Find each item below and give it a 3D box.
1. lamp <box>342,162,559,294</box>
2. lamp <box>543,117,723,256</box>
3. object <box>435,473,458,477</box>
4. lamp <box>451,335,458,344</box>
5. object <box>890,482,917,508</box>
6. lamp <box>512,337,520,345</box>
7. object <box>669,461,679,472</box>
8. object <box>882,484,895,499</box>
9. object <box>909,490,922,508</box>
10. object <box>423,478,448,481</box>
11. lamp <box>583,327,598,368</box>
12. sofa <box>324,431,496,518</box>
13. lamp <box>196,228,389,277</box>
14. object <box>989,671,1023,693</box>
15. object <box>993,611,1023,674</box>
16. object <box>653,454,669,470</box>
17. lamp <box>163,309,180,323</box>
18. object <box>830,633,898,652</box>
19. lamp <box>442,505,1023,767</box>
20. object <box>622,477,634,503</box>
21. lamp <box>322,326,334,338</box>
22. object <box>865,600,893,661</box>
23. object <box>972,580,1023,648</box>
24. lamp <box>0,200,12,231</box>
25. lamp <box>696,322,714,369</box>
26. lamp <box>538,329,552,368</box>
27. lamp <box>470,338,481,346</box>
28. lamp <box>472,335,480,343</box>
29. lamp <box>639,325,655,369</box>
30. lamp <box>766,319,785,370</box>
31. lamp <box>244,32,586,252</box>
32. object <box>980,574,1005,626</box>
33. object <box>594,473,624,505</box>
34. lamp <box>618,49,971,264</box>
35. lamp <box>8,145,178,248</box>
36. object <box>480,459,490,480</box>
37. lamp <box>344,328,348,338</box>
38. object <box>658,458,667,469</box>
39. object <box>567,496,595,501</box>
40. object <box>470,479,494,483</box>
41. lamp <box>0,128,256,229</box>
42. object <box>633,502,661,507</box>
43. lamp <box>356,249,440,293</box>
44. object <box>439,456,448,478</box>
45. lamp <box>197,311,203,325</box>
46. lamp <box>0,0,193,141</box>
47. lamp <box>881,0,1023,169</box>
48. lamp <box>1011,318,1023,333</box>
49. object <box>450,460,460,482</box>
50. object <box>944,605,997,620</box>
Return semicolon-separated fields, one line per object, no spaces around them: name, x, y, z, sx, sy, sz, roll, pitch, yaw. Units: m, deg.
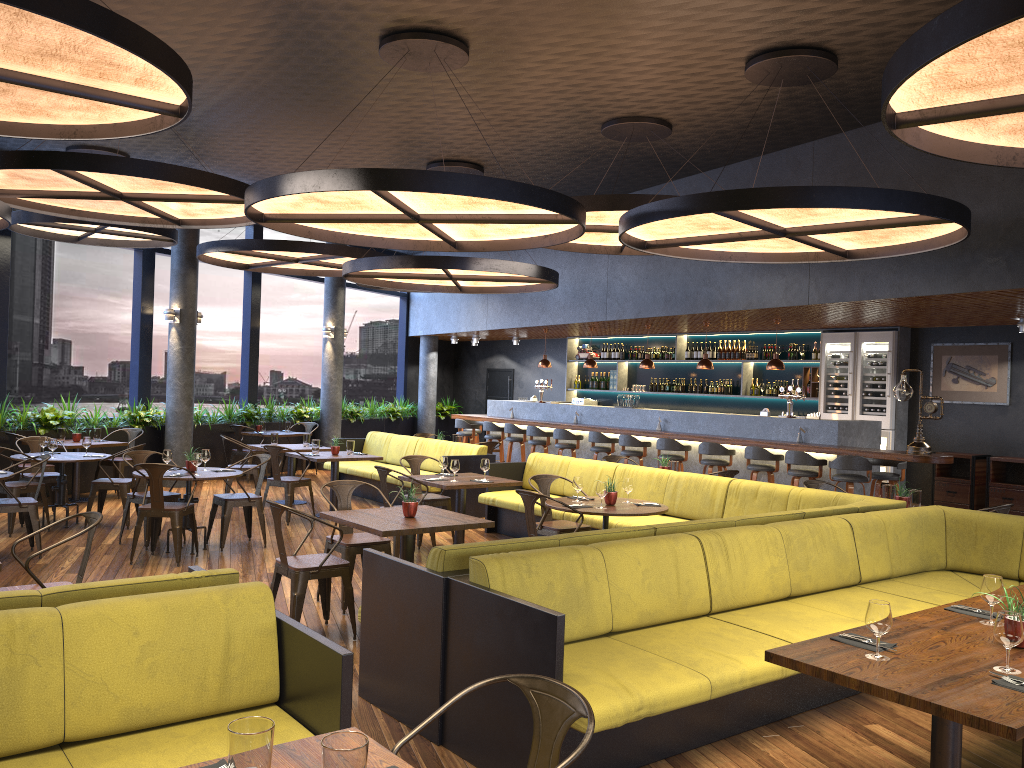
lamp;-0.762;-2.049;11.495;2.778;1.475;2.778;2;0;17
lamp;1.309;-2.154;9.452;2.778;1.159;2.778;2;0;13
object;-0.657;0.929;9.080;0.157;0.019;0.255;2;0;-37
lamp;-1.240;-0.957;19.092;0.228;0.172;0.228;2;0;-38
object;3.339;0.937;7.612;0.260;0.271;0.238;2;0;-36
lamp;0.082;-0.912;18.673;0.228;0.172;0.228;2;0;-38
object;1.753;0.928;9.619;0.102;0.178;0.102;2;0;38
object;3.330;0.983;7.849;0.102;0.178;0.102;2;0;38
object;3.400;0.986;7.479;0.102;0.178;0.102;2;0;38
object;-0.728;0.927;8.630;0.255;0.019;0.157;2;0;-37
lamp;1.317;-0.606;14.804;0.250;0.673;0.250;2;0;-5
sofa;-1.535;1.210;12.368;0.966;0.914;3.061;2;0;-38
lamp;-3.097;-2.307;12.900;2.778;1.159;2.778;2;0;-2
object;1.737;1.015;3.003;0.157;0.019;0.255;2;0;-37
object;1.776;0.923;3.173;0.097;0.206;0.097;2;0;8
object;1.687;0.879;9.777;0.238;0.271;0.260;2;0;-16
lamp;-5.085;-1.019;13.175;0.215;0.215;0.189;2;0;20
object;1.386;1.003;3.446;0.157;0.019;0.255;2;0;-37
lamp;4.218;0.511;5.771;9.057;2.714;3.017;2;0;-38
object;0.973;0.892;7.447;0.097;0.206;0.097;2;0;4
lamp;-3.413;-0.964;16.339;0.215;0.215;0.189;2;0;13
object;1.354;0.908;3.276;0.097;0.206;0.097;2;0;8
object;1.999;0.895;3.500;0.238;0.271;0.260;2;0;-16
lamp;-6.178;-2.308;8.155;2.778;1.362;2.778;2;0;21
lamp;2.812;-0.553;12.861;0.250;0.673;0.250;2;0;-5
lamp;0.589;-0.632;15.749;0.250;0.673;0.250;2;0;40
lamp;-0.839;-0.944;19.870;0.228;0.172;0.228;2;0;-38
lamp;-0.745;-0.940;18.420;0.228;0.172;0.228;2;0;-38
lamp;2.109;-0.578;13.775;0.250;0.673;0.250;2;0;-5
lamp;3.549;-0.527;11.904;0.250;0.673;0.250;2;0;-5
lamp;-0.756;-2.046;7.388;2.778;1.475;2.778;2;0;12
object;2.073;0.932;3.830;0.097;0.206;0.097;2;0;8
object;0.813;0.851;7.259;0.238;0.271;0.260;2;0;-16
lamp;2.319;-1.941;7.456;2.778;1.475;2.778;2;0;-34
lamp;-5.332;-2.442;11.390;1.979;1.093;1.979;2;0;16
object;-0.267;0.849;8.807;0.097;0.206;0.097;2;0;44
lamp;-3.212;-0.957;16.866;0.215;0.215;0.189;2;0;31
object;1.692;0.926;10.001;0.102;0.178;0.102;2;0;-2
object;0.600;0.973;7.567;0.157;0.019;0.255;2;0;-31
object;-0.306;0.941;8.636;0.157;0.019;0.255;2;0;-37
lamp;-3.766;-2.327;8.594;2.778;1.159;2.778;2;0;30
object;1.096;0.990;7.326;0.255;0.019;0.157;2;0;-5
lamp;-1.850;-2.327;16.287;1.979;1.093;1.979;2;0;16
object;-0.689;0.834;8.909;0.097;0.206;0.097;2;0;44
lamp;-4.864;-1.011;13.694;0.215;0.215;0.189;2;0;28
lamp;-3.226;-2.306;4.903;2.778;1.159;2.778;2;0;42
lamp;2.985;-1.915;3.499;2.778;1.475;2.778;2;0;-37
lamp;6.120;-0.699;10.581;0.228;0.172;0.228;2;0;-38
object;-0.555;0.839;8.594;0.097;0.206;0.097;2;0;-37
object;2.106;1.027;4.001;0.157;0.019;0.255;2;0;-37
